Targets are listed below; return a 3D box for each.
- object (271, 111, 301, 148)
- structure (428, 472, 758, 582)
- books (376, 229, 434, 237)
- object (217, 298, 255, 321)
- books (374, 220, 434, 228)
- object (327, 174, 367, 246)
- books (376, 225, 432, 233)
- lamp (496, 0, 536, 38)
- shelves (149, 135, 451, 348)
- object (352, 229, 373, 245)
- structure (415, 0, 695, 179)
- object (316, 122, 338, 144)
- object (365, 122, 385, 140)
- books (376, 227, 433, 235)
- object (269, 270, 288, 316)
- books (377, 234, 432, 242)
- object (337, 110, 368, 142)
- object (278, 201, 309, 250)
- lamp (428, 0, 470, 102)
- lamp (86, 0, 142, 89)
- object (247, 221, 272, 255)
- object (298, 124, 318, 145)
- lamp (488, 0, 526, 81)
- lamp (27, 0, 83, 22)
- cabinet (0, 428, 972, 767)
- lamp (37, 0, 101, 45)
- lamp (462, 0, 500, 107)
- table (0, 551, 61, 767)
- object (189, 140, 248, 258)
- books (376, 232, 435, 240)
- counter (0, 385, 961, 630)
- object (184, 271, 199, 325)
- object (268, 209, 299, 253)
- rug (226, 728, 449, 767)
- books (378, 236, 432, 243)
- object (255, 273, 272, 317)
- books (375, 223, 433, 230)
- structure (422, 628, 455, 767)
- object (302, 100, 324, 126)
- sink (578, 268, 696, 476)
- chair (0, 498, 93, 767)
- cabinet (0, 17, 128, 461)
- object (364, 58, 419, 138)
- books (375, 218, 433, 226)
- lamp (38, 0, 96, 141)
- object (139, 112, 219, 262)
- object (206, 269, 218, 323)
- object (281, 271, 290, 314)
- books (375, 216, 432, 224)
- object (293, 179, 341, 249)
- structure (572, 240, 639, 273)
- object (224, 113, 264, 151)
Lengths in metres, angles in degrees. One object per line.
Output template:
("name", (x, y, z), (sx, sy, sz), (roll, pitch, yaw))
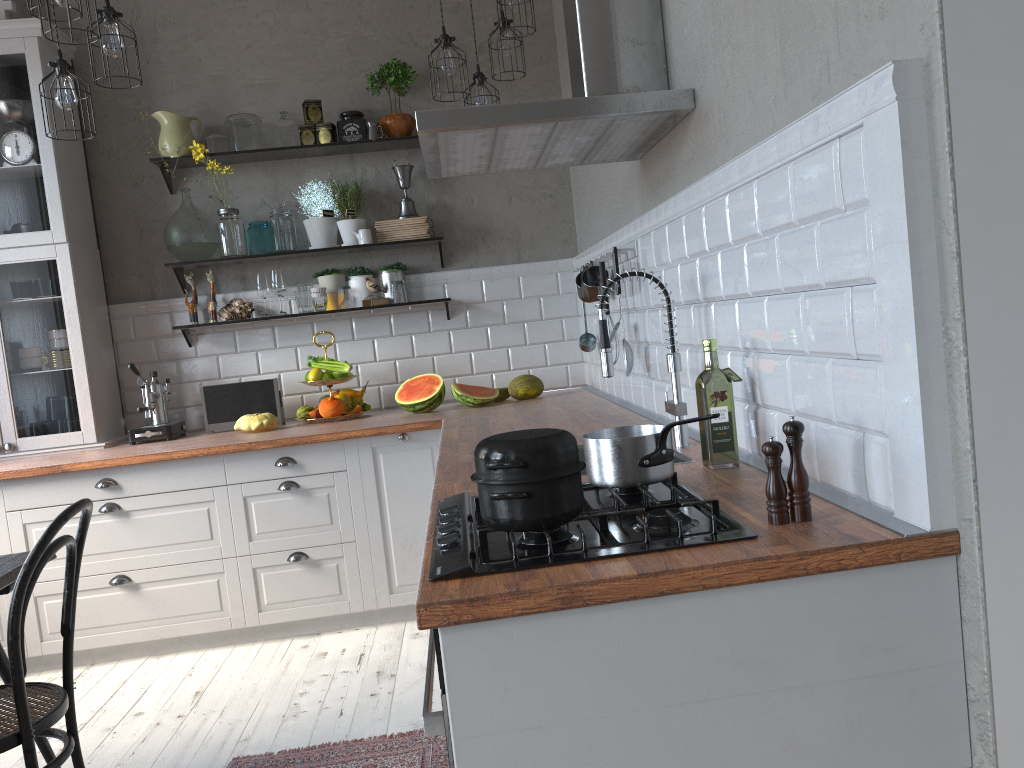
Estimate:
("object", (-1.112, -1.232, 4.364), (0.137, 0.220, 0.143), (-2, 6, 45))
("structure", (0.105, 0.226, 1.602), (0.498, 0.031, 0.603), (-6, 4, -4))
("books", (-0.528, -0.739, 4.385), (0.260, 0.016, 0.158), (-6, 4, 4))
("object", (-1.339, -0.361, 4.288), (0.180, 0.111, 0.094), (-8, 4, -27))
("books", (-0.533, -0.782, 4.382), (0.259, 0.016, 0.158), (-6, 4, 7))
("object", (-0.797, -0.857, 4.321), (0.188, 0.380, 0.166), (-10, 6, -43))
("books", (-0.530, -0.761, 4.384), (0.261, 0.011, 0.157), (-6, 4, -2))
("lamp", (-0.070, -2.317, 3.610), (0.149, 1.735, 0.144), (-9, 5, -32))
("shelves", (-0.994, -0.674, 4.334), (1.322, 0.923, 0.227), (-7, 4, -6))
("object", (-0.710, -0.709, 4.276), (0.104, 0.071, 0.063), (-4, 4, 25))
("structure", (0.007, -1.480, 2.537), (0.715, 1.596, 0.709), (-7, 4, -4))
("object", (-0.893, -1.197, 4.283), (0.082, 0.113, 0.083), (-6, 4, 6))
("object", (-0.656, -1.212, 4.259), (0.094, 0.096, 0.074), (-7, 4, -4))
("books", (-0.529, -0.750, 4.384), (0.261, 0.011, 0.158), (-6, 4, 1))
("object", (-1.118, -0.437, 4.253), (0.083, 0.217, 0.081), (-8, 4, -18))
("books", (-0.526, -0.718, 4.387), (0.261, 0.011, 0.158), (-6, 4, 1))
("object", (-0.777, -1.244, 4.343), (0.142, 0.174, 0.141), (-7, 4, -4))
("object", (-1.092, -0.772, 4.409), (0.131, 0.264, 0.131), (-6, 4, 1))
("lamp", (-0.341, -2.022, 3.529), (0.144, 1.735, 0.149), (-4, 5, 27))
("lamp", (-1.414, -1.867, 2.906), (0.148, 1.735, 0.145), (-8, 4, -18))
("object", (-1.229, -0.707, 4.337), (0.126, 0.172, 0.126), (-6, 4, -1))
("object", (-0.980, -1.187, 4.279), (0.083, 0.113, 0.082), (-7, 4, -4))
("lamp", (-0.108, -2.195, 3.784), (0.144, 1.735, 0.150), (-3, 5, 37))
("lamp", (-1.531, -2.025, 2.728), (0.148, 1.735, 0.145), (-8, 4, -18))
("cabinet", (-0.548, 0.649, 3.008), (4.106, 0.854, 2.029), (-3, 5, 41))
("lamp", (-1.412, -1.897, 2.589), (0.143, 1.735, 0.150), (-3, 6, 42))
("lamp", (-0.209, -1.923, 3.684), (0.149, 1.735, 0.144), (-9, 5, -32))
("table", (-1.634, 0.931, 1.531), (0.908, 0.735, 1.912), (-6, 4, -4))
("object", (-1.380, -0.866, 4.167), (0.193, 0.540, 0.278), (-7, 4, -12))
("books", (-0.527, -0.728, 4.386), (0.259, 0.016, 0.158), (-6, 4, 7))
("counter", (-1.033, 0.302, 2.788), (3.174, 0.039, 3.376), (-6, 4, -4))
("object", (-1.557, -0.414, 4.303), (0.054, 0.264, 0.060), (-9, 5, -33))
("object", (-1.102, -0.732, 4.259), (0.123, 0.206, 0.126), (-5, 4, 18))
("rug", (-0.456, 1.127, 2.086), (0.739, 0.014, 1.284), (-6, 4, -4))
("books", (-0.524, -0.706, 4.388), (0.261, 0.011, 0.157), (-6, 4, -2))
("object", (-1.212, -0.433, 4.338), (0.083, 0.217, 0.081), (-8, 4, -18))
("books", (-0.532, -0.771, 4.383), (0.261, 0.011, 0.158), (-6, 4, 1))
("structure", (0.171, 0.585, 1.626), (0.620, 0.623, 0.619), (-7, 4, -4))
("object", (-0.958, -1.301, 4.261), (0.084, 0.113, 0.081), (-8, 4, -24))
("sink", (0.195, 0.080, 2.251), (0.530, 0.720, 0.484), (-7, 4, -4))
("chair", (-1.211, 0.758, 2.035), (0.552, 0.921, 0.435), (-7, 4, -7))
("cabinet", (-2.374, -0.599, 4.056), (0.883, 1.921, 0.386), (-7, 4, -5))
("object", (-0.555, -1.378, 4.311), (0.257, 0.397, 0.244), (-5, 4, 20))
("books", (-0.534, -0.793, 4.381), (0.260, 0.016, 0.158), (-6, 4, 4))
("lamp", (-1.570, -1.690, 2.904), (0.150, 1.735, 0.143), (-9, 5, -37))
("object", (-1.564, -0.917, 4.189), (0.341, 0.675, 0.331), (-9, 5, -36))
("object", (-1.451, -0.425, 4.298), (0.052, 0.264, 0.062), (-4, 5, 32))
("object", (-1.126, -0.442, 4.342), (0.083, 0.217, 0.081), (-8, 4, -18))
("books", (-0.535, -0.803, 4.381), (0.261, 0.011, 0.158), (-6, 4, 1))
("object", (-0.931, -0.833, 4.361), (0.242, 0.354, 0.236), (-5, 4, 13))
("structure", (0.349, -0.482, 3.497), (0.095, 0.053, 1.081), (-6, 4, -3))
("object", (-1.282, -1.189, 4.254), (0.168, 0.184, 0.175), (-3, 5, 35))
